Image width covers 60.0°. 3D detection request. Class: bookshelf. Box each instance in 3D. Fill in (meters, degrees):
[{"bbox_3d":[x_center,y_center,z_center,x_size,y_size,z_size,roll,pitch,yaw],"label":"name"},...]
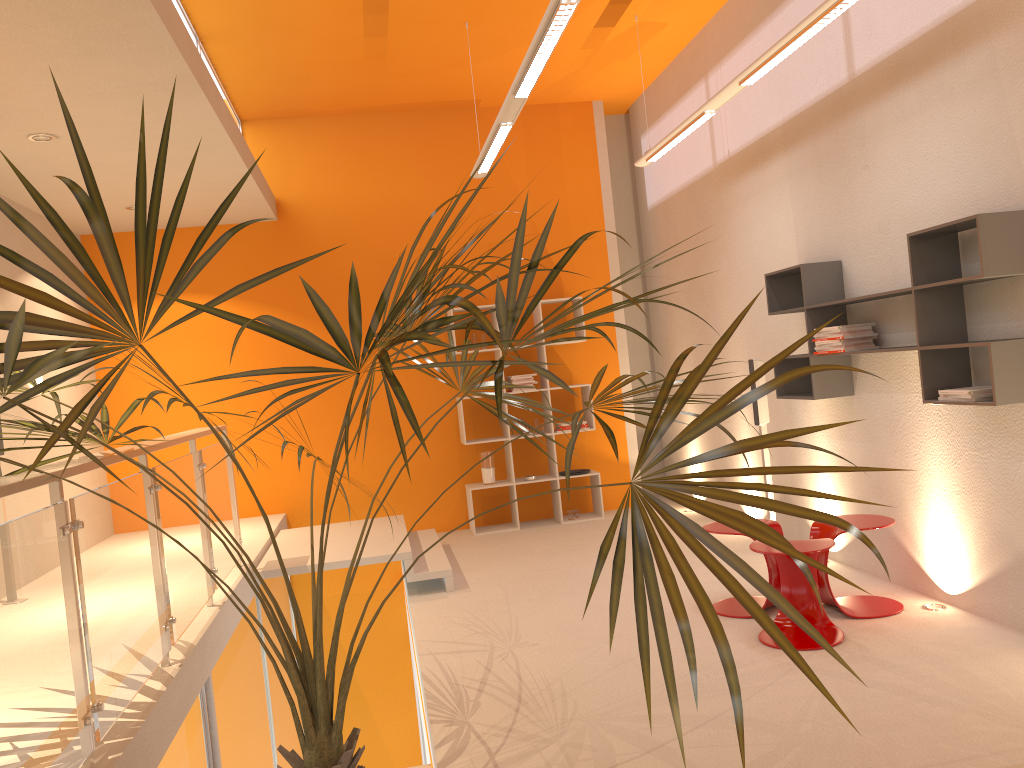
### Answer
[{"bbox_3d":[1.211,1.479,7.261,3.516,4.600,1.107,-5,1,39],"label":"bookshelf"},{"bbox_3d":[2.061,0.362,3.964,0.322,2.145,3.370,-6,1,-7],"label":"bookshelf"}]

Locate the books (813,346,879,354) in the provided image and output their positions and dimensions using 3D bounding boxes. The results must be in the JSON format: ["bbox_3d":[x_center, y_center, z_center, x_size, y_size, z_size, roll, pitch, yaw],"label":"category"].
[{"bbox_3d":[1.846,-0.186,4.908,0.210,0.013,0.297,-6,1,-14],"label":"books"}]

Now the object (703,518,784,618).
[{"bbox_3d":[1.262,0.984,4.775,0.391,0.450,0.420,-7,1,-39],"label":"object"}]

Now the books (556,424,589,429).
[{"bbox_3d":[0.542,0.385,8.008,0.254,0.015,0.190,-6,1,-13],"label":"books"}]

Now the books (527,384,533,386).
[{"bbox_3d":[0.077,0.016,7.986,0.190,0.015,0.254,-6,1,-7],"label":"books"}]

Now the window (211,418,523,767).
[{"bbox_3d":[-0.931,2.752,6.317,0.993,4.599,4.234,-6,1,23],"label":"window"}]

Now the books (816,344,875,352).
[{"bbox_3d":[1.845,-0.198,4.912,0.190,0.011,0.268,-6,1,-12],"label":"books"}]

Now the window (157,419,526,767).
[{"bbox_3d":[-0.861,1.162,4.786,0.908,1.393,6.719,-6,1,11],"label":"window"}]

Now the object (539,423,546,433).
[{"bbox_3d":[1.824,2.010,4.459,0.190,3.502,7.694,-6,1,-20],"label":"object"}]

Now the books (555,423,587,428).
[{"bbox_3d":[0.533,0.371,8.009,0.254,0.015,0.190,-6,1,-7],"label":"books"}]

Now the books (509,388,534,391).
[{"bbox_3d":[0.085,0.044,7.985,0.190,0.011,0.268,-6,1,-7],"label":"books"}]

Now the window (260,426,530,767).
[{"bbox_3d":[-0.611,2.743,7.159,2.294,4.526,1.860,-6,1,-9],"label":"window"}]

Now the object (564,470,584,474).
[{"bbox_3d":[0.565,0.803,8.058,0.178,0.020,0.178,-6,1,8],"label":"object"}]

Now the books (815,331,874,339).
[{"bbox_3d":[1.837,-0.269,4.911,0.190,0.011,0.268,-6,1,-12],"label":"books"}]

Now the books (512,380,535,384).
[{"bbox_3d":[0.078,-0.015,7.980,0.210,0.013,0.296,-6,1,-9],"label":"books"}]

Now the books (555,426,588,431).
[{"bbox_3d":[0.534,0.399,8.005,0.268,0.011,0.190,-6,1,-7],"label":"books"}]

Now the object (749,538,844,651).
[{"bbox_3d":[1.358,0.982,4.233,0.391,0.450,0.420,-6,1,21],"label":"object"}]

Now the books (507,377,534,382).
[{"bbox_3d":[0.073,-0.040,7.993,0.190,0.015,0.254,-6,1,-13],"label":"books"}]

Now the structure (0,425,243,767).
[{"bbox_3d":[-0.979,0.707,0.145,0.195,0.900,11.050,-6,1,-9],"label":"structure"}]

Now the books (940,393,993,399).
[{"bbox_3d":[2.040,0.043,3.902,0.190,0.015,0.254,-6,1,-2],"label":"books"}]

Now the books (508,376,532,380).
[{"bbox_3d":[0.070,-0.054,7.985,0.190,0.015,0.254,-6,1,-7],"label":"books"}]

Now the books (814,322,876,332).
[{"bbox_3d":[1.841,-0.314,4.911,0.230,0.017,0.227,-6,1,-19],"label":"books"}]

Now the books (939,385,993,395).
[{"bbox_3d":[2.052,0.026,3.899,0.230,0.017,0.227,-6,1,-9],"label":"books"}]

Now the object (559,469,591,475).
[{"bbox_3d":[0.569,0.805,8.055,0.294,0.020,0.294,-5,1,31],"label":"object"}]

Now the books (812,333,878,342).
[{"bbox_3d":[1.839,-0.257,4.907,0.210,0.013,0.297,-6,1,-14],"label":"books"}]

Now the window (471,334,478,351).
[{"bbox_3d":[-0.530,2.349,3.585,0.481,5.399,8.922,-6,1,3],"label":"window"}]

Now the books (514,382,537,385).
[{"bbox_3d":[0.089,-0.001,7.984,0.230,0.017,0.227,-6,1,-14],"label":"books"}]

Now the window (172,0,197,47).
[{"bbox_3d":[-1.942,-1.981,5.029,0.006,0.660,1.869,-6,1,-9],"label":"window"}]

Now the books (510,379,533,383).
[{"bbox_3d":[0.077,-0.027,7.984,0.190,0.011,0.268,-6,1,-7],"label":"books"}]

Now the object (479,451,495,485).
[{"bbox_3d":[-0.217,0.752,7.944,0.129,0.291,0.129,-6,1,19],"label":"object"}]

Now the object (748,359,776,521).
[{"bbox_3d":[1.691,0.486,5.959,0.116,1.317,0.111,-6,1,-12],"label":"object"}]

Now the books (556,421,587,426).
[{"bbox_3d":[0.530,0.355,7.995,0.227,0.017,0.230,-6,1,-14],"label":"books"}]

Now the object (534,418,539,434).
[{"bbox_3d":[-0.504,2.754,4.417,0.870,4.604,7.392,-6,1,22],"label":"object"}]

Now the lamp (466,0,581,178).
[{"bbox_3d":[-0.045,-1.998,4.810,0.120,1.052,3.195,-6,1,-9],"label":"lamp"}]

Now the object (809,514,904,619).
[{"bbox_3d":[1.772,0.934,4.578,0.420,0.450,0.391,-6,1,-9],"label":"object"}]

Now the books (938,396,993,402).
[{"bbox_3d":[2.044,0.058,3.910,0.190,0.015,0.254,-6,1,-8],"label":"books"}]

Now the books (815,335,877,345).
[{"bbox_3d":[1.849,-0.243,4.913,0.230,0.017,0.227,-6,1,-19],"label":"books"}]

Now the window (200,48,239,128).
[{"bbox_3d":[-2.237,-1.979,6.910,0.006,0.660,1.860,-6,1,-9],"label":"window"}]

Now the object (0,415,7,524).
[{"bbox_3d":[-3.006,0.632,5.221,0.116,1.317,0.111,-6,1,-2],"label":"object"}]

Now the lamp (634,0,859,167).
[{"bbox_3d":[1.162,-2.126,4.999,0.120,1.052,3.195,-6,1,-9],"label":"lamp"}]

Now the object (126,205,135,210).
[{"bbox_3d":[-2.890,-1.372,6.808,0.143,0.059,0.143,-7,1,-37],"label":"object"}]

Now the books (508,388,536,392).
[{"bbox_3d":[0.086,0.056,7.981,0.210,0.013,0.296,-6,1,-9],"label":"books"}]

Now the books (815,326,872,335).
[{"bbox_3d":[1.830,-0.297,4.912,0.190,0.015,0.254,-6,1,-12],"label":"books"}]

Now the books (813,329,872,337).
[{"bbox_3d":[1.832,-0.282,4.920,0.190,0.015,0.254,-6,1,-18],"label":"books"}]

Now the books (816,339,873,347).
[{"bbox_3d":[1.837,-0.226,4.913,0.190,0.015,0.254,-6,1,-12],"label":"books"}]

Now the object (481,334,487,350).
[{"bbox_3d":[-0.471,2.336,4.585,0.351,5.384,6.779,-6,1,11],"label":"object"}]

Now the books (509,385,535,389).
[{"bbox_3d":[0.080,0.031,7.994,0.190,0.015,0.254,-6,1,-13],"label":"books"}]

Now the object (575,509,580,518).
[{"bbox_3d":[2.366,2.405,1.733,0.102,2.685,13.193,-6,1,-14],"label":"object"}]

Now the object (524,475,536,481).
[{"bbox_3d":[0.165,0.841,7.935,0.105,0.035,0.106,-5,1,35],"label":"object"}]

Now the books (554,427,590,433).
[{"bbox_3d":[0.531,0.411,8.005,0.296,0.013,0.210,-6,1,-9],"label":"books"}]

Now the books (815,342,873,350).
[{"bbox_3d":[1.840,-0.211,4.921,0.190,0.015,0.254,-6,1,-18],"label":"books"}]

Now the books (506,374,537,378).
[{"bbox_3d":[0.081,-0.072,7.983,0.230,0.017,0.227,-6,1,-14],"label":"books"}]

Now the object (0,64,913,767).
[{"bbox_3d":[-0.632,0.579,3.002,3.098,2.600,3.241,-6,1,-1],"label":"object"}]

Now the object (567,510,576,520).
[{"bbox_3d":[2.144,2.406,3.026,0.129,2.692,10.507,-6,1,-16],"label":"object"}]

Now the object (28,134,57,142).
[{"bbox_3d":[-2.588,-1.375,4.882,0.143,0.059,0.143,-7,1,-37],"label":"object"}]
